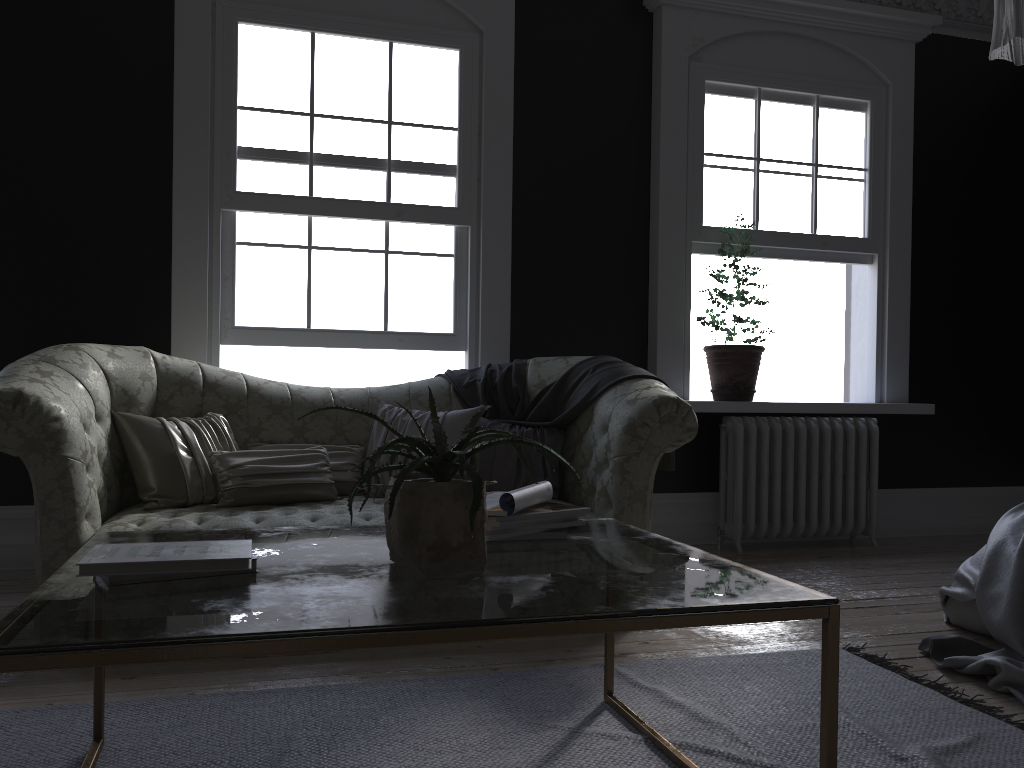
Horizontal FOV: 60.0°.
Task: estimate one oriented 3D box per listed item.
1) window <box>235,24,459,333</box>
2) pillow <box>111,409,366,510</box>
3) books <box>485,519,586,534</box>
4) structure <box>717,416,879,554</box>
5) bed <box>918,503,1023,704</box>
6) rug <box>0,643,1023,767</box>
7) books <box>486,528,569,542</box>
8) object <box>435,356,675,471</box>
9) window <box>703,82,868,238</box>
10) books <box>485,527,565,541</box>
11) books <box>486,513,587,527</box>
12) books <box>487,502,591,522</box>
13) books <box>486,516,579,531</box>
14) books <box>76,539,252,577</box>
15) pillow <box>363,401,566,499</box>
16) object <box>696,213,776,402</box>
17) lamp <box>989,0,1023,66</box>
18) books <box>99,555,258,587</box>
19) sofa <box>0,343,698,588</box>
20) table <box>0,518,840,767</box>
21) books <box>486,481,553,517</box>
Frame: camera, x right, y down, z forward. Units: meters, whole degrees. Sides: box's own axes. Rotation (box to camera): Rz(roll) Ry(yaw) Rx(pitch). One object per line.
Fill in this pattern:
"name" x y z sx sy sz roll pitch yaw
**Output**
"window" -0.905 -1.113 4.954 1.263 1.672 0.056 1 1 -16
"pillow" -1.173 0.321 3.917 1.105 0.416 0.529 1 0 -16
"books" -0.010 0.359 2.321 0.318 0.011 0.252 1 -1 -35
"structure" 1.799 0.626 5.545 1.141 0.849 0.276 1 0 -16
"bed" 3.274 0.370 3.001 3.284 1.298 2.765 1 0 -28
"rug" -0.153 0.939 1.857 3.645 0.050 2.105 1 -1 -16
"books" 0.013 0.387 2.323 0.231 0.023 0.162 1 -1 -16
"object" 0.168 0.148 4.484 1.367 0.585 0.517 1 0 33
"window" 1.762 -1.393 5.727 1.263 1.017 0.056 1 1 -16
"books" -0.048 0.368 2.300 0.252 0.011 0.318 0 -1 40
"books" -0.005 0.337 2.313 0.318 0.011 0.252 1 -1 -45
"books" 0.004 0.327 2.314 0.318 0.011 0.252 1 -1 -40
"books" -0.024 0.348 2.314 0.318 0.011 0.252 1 -1 -45
"books" -0.678 0.343 1.763 0.307 0.024 0.220 1 -1 -16
"pillow" -0.219 0.318 4.218 0.964 0.461 0.405 1 0 -9
"object" 1.378 -0.460 5.474 0.474 1.134 0.505 1 0 24
"lamp" 1.371 -1.886 2.334 0.783 2.049 0.782 1 0 27
"books" -0.693 0.370 1.827 0.289 0.030 0.193 1 -1 -32
"sofa" -0.732 0.418 4.120 2.813 1.161 1.606 1 0 -15
"table" -0.236 0.672 1.986 1.449 0.558 1.092 1 0 -16
"books" -0.070 0.312 2.283 0.273 0.109 0.322 1 0 19
